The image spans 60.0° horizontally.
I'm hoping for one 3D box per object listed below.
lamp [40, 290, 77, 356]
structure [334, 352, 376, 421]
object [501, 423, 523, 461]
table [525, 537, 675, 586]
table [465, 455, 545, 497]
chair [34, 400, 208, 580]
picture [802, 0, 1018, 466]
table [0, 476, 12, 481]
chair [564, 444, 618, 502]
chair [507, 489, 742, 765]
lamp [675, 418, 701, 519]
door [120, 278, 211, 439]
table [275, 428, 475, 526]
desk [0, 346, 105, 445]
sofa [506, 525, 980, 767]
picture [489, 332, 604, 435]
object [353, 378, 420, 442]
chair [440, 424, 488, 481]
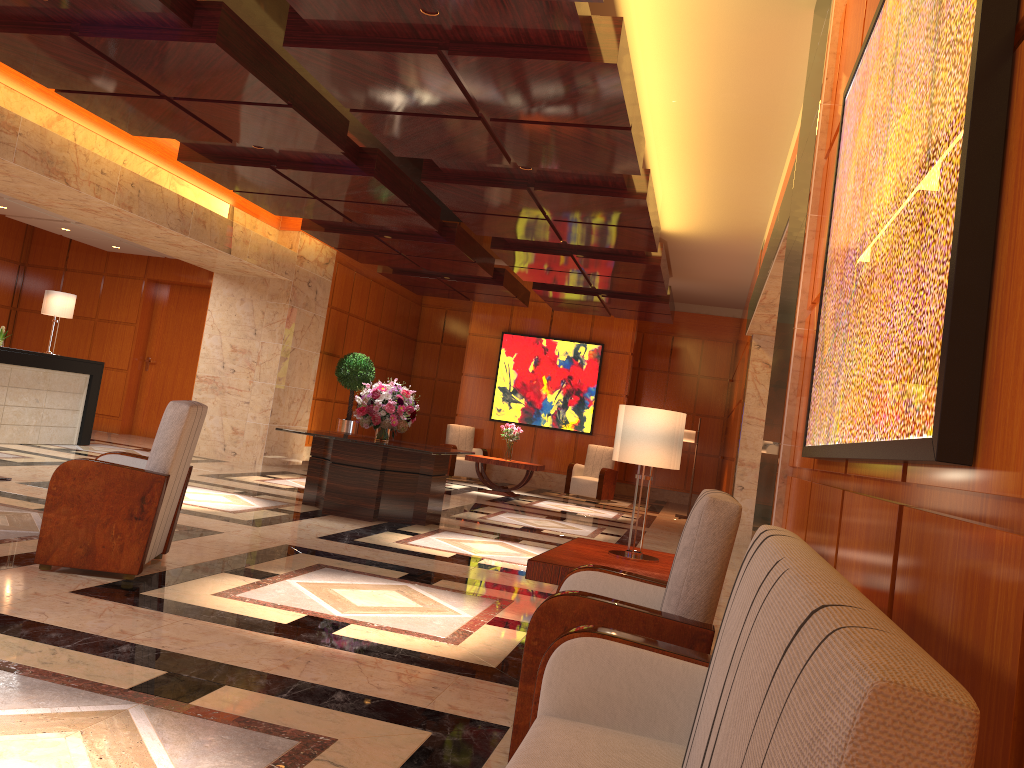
[{"bbox_3d":[-6.009,-0.796,11.660,0.373,0.823,0.371,5,-6,37],"label":"lamp"},{"bbox_3d":[-2.770,0.290,15.231,0.721,1.718,0.720,9,-5,-9],"label":"structure"},{"bbox_3d":[-0.033,0.928,14.229,0.351,0.598,0.325,5,-5,33],"label":"object"},{"bbox_3d":[0.523,1.108,4.229,0.726,0.536,1.163,7,-3,16],"label":"table"},{"bbox_3d":[-0.135,1.484,14.154,1.169,0.536,0.722,8,-4,13],"label":"table"},{"bbox_3d":[-2.153,0.533,4.986,0.628,0.964,0.736,9,-4,-8],"label":"chair"},{"bbox_3d":[1.033,-0.512,2.480,0.056,1.457,1.989,7,-4,12],"label":"picture"},{"bbox_3d":[-3.004,0.592,3.634,0.723,0.497,1.553,7,-3,16],"label":"table"},{"bbox_3d":[1.454,1.574,15.889,0.739,0.964,0.625,6,-5,31],"label":"chair"},{"bbox_3d":[0.408,0.814,3.073,0.629,0.964,0.735,7,-4,11],"label":"chair"},{"bbox_3d":[2.885,1.367,14.447,0.527,1.666,0.358,8,-5,3],"label":"lamp"},{"bbox_3d":[-5.792,-0.388,15.091,1.287,2.705,0.339,7,-5,13],"label":"door"},{"bbox_3d":[-1.396,0.955,9.116,1.602,0.747,1.594,8,-3,13],"label":"table"},{"bbox_3d":[-6.400,0.097,10.741,0.942,1.144,2.915,7,-3,13],"label":"desk"},{"bbox_3d":[0.181,0.718,1.477,0.613,0.935,1.792,7,-3,13],"label":"sofa"},{"bbox_3d":[0.657,-0.026,16.901,1.998,1.742,0.056,7,-5,13],"label":"picture"},{"bbox_3d":[-1.297,0.258,9.158,0.650,0.660,0.678,8,-4,4],"label":"object"},{"bbox_3d":[-0.903,1.257,16.424,0.735,0.964,0.628,10,-5,-28],"label":"chair"}]
